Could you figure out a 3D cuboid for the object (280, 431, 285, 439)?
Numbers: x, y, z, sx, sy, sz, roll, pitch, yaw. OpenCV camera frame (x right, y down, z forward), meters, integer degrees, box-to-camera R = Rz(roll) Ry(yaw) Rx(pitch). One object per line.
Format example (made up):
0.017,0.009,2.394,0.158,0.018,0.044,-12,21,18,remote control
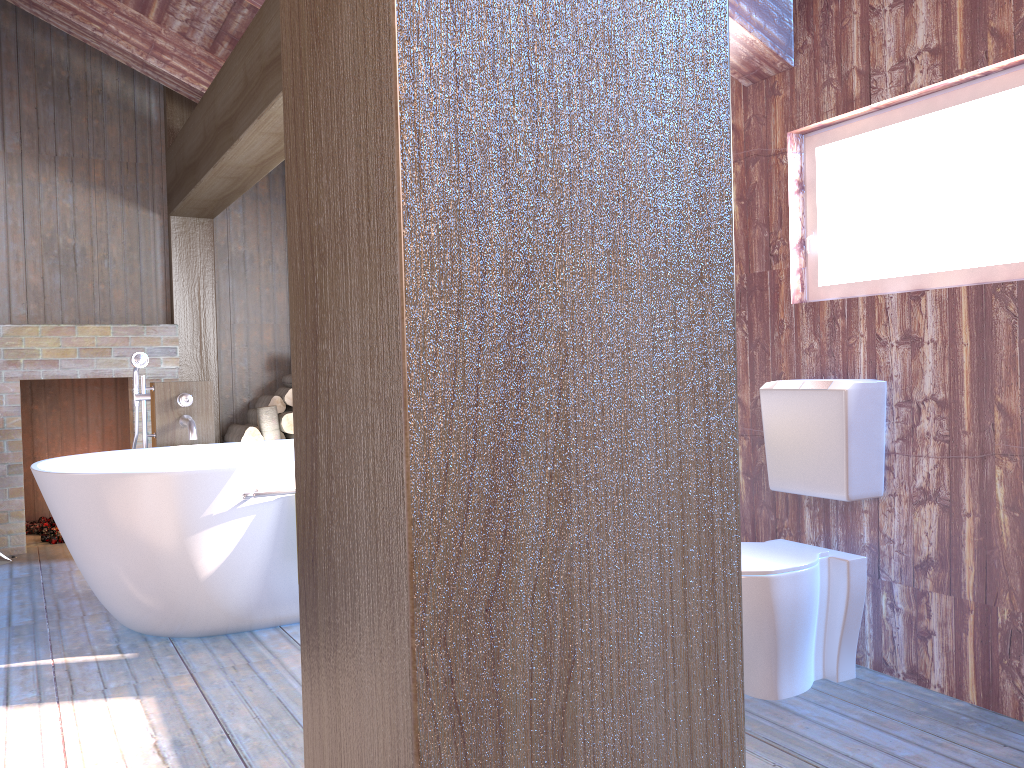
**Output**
-1.559,0.337,5.726,0.121,0.124,0.291,-2,1,-28,object

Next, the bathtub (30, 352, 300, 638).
-0.950,0.388,3.794,1.935,1.109,1.460,-2,1,-7,bathtub

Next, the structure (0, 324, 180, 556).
-2.569,0.312,5.259,1.130,1.330,0.226,-2,1,-29,structure

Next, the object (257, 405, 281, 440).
-1.491,0.283,5.461,0.147,0.298,0.109,-2,1,-26,object

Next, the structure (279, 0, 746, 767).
-0.028,-0.133,0.782,0.328,2.209,0.522,-2,1,-8,structure

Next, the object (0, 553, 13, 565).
-2.831,0.532,4.766,0.206,0.871,0.126,-1,1,14,object

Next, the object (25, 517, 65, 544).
-2.780,0.925,5.883,0.935,0.085,0.829,-1,1,43,object

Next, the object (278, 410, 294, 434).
-1.461,0.236,5.674,0.138,0.147,0.440,-2,1,-29,object

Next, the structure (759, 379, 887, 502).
0.978,0.168,2.804,0.182,0.363,0.358,-2,1,-28,structure

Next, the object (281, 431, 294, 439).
-1.389,0.342,5.732,0.139,0.148,0.458,-2,1,-29,object

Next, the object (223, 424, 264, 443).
-1.687,0.326,5.560,0.139,0.137,0.455,-2,1,-31,object

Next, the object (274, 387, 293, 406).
-1.435,0.081,5.680,0.115,0.123,0.291,-2,1,-28,object

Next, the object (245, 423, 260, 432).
-1.653,0.299,5.689,0.099,0.093,0.280,-2,1,-28,object

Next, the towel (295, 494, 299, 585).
-0.624,0.550,3.321,0.370,0.361,0.032,-2,1,-33,towel

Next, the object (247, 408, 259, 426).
-1.620,0.215,5.710,0.108,0.113,0.302,-2,1,-29,object

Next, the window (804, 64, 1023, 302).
1.318,-0.565,2.505,0.054,0.587,1.255,-2,1,-28,window

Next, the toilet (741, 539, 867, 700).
0.749,0.710,2.684,0.534,0.400,0.375,-2,1,-28,toilet

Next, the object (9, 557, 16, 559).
-2.929,0.532,4.785,0.276,0.888,0.333,-1,1,13,object

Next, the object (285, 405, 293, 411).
-1.390,0.168,5.724,0.111,0.113,0.301,-2,1,-30,object

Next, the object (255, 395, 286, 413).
-1.548,0.129,5.672,0.114,0.113,0.301,-2,1,-31,object

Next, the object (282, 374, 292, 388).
-1.398,-0.012,5.718,0.106,0.112,0.282,-2,1,-28,object
